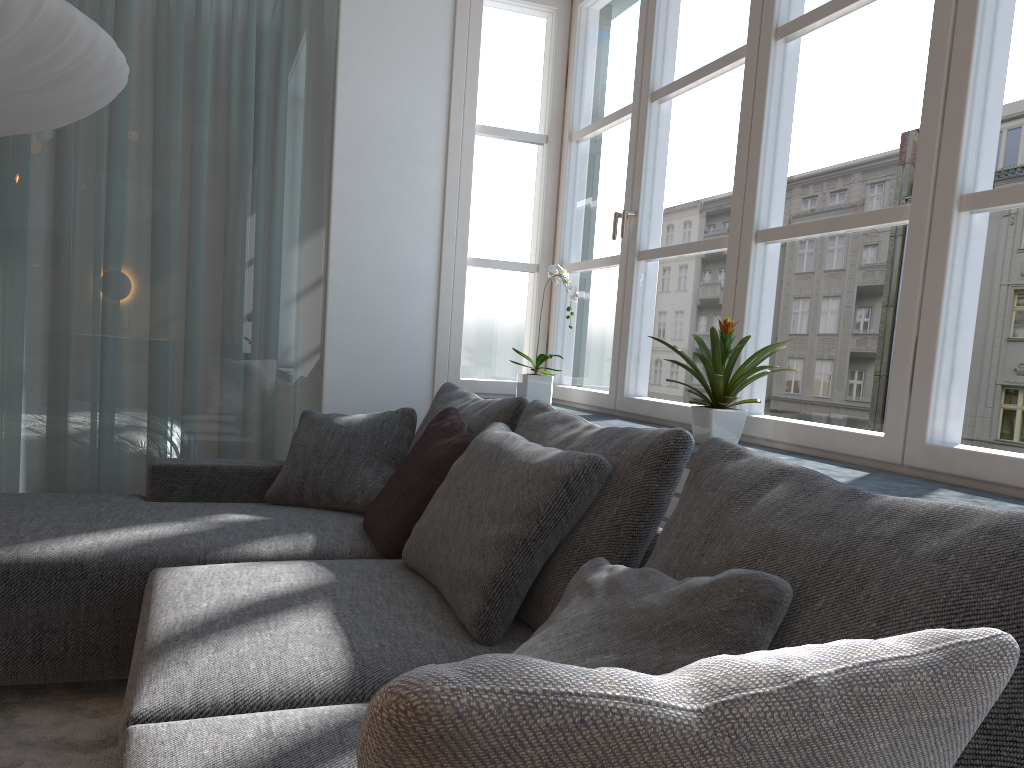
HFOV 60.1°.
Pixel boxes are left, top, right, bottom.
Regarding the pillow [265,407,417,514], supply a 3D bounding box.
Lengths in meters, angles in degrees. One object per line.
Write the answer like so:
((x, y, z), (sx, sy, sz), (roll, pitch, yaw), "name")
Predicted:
((-0.591, 0.251, 3.083), (0.514, 0.362, 0.345), (5, 4, 19), "pillow")

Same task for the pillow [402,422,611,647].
((-0.042, 0.313, 2.059), (0.292, 0.400, 0.662), (2, 4, -20), "pillow")

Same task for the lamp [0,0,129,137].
((-1.613, -0.720, 1.869), (1.466, 0.211, 1.465), (5, 2, 17), "lamp")

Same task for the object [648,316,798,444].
((0.537, -0.006, 2.228), (0.322, 0.331, 0.374), (0, 6, -45), "object")

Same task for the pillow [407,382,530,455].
((-0.205, 0.247, 2.900), (0.275, 0.481, 0.830), (2, 4, -20), "pillow")

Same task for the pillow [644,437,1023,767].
((0.396, 0.350, 1.236), (0.275, 0.480, 0.831), (2, 4, -20), "pillow")

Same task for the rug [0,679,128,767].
((-1.817, 0.837, 1.449), (2.837, 0.012, 2.821), (2, 3, -40), "rug")

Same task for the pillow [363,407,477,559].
((-0.267, 0.277, 2.611), (0.311, 0.406, 0.517), (2, 4, -18), "pillow")

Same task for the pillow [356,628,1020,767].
((0.099, 0.367, 0.701), (0.494, 0.417, 0.284), (2, 5, -21), "pillow")

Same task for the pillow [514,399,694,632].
((0.098, 0.296, 2.092), (0.277, 0.478, 0.833), (2, 4, -20), "pillow")

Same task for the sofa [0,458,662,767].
((-0.728, 0.568, 1.779), (2.041, 0.676, 3.047), (3, 2, -20), "sofa")

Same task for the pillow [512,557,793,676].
((0.125, 0.389, 1.272), (0.444, 0.323, 0.489), (1, 4, -38), "pillow")
